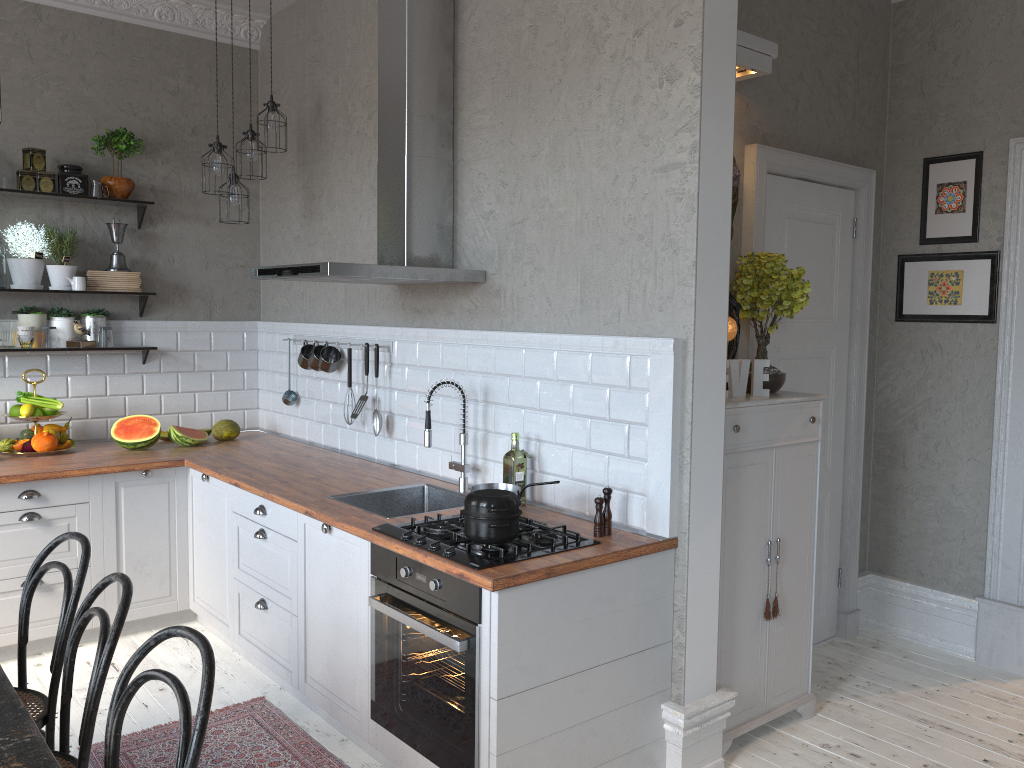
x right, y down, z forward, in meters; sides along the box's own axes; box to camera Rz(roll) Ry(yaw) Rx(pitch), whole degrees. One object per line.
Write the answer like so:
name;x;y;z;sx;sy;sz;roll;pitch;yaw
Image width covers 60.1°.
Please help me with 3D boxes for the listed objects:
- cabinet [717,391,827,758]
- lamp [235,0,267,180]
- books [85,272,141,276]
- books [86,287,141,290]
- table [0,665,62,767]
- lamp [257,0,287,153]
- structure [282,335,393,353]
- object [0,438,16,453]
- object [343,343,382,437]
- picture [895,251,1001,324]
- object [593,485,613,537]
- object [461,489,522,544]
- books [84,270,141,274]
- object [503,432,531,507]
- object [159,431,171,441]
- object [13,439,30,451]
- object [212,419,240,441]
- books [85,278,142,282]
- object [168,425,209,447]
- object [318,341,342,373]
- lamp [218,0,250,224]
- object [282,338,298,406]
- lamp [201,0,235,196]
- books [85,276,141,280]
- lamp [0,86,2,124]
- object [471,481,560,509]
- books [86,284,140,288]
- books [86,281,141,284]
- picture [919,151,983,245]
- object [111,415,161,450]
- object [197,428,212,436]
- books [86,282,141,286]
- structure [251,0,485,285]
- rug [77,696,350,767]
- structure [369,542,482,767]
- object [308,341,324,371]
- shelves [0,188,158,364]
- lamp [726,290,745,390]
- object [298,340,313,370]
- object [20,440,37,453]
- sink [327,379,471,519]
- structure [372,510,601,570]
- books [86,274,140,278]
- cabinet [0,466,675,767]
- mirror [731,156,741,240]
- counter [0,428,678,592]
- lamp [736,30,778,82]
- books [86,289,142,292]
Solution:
cabinet;0.855;0.688;3.426;0.680;1.297;0.376;-3;6;-39
lamp;-1.370;-1.956;4.626;0.146;1.735;0.147;1;5;2
books;-2.162;-0.592;4.798;0.266;0.016;0.155;-2;5;-31
books;-2.163;-0.517;4.804;0.266;0.011;0.154;-2;5;-34
table;-1.559;1.060;1.835;0.924;0.735;1.879;-3;6;-39
lamp;-1.230;-2.073;4.514;0.144;1.735;0.149;3;5;22
structure;-0.931;-0.212;4.589;0.096;0.053;1.062;-3;6;-39
object;-2.483;0.299;4.379;0.077;0.072;0.150;0;5;-10
object;-0.729;0.022;4.277;0.083;0.443;0.322;-3;6;-39
picture;2.064;-0.458;4.218;0.014;0.331;0.479;-3;6;-39
object;0.304;0.422;2.952;0.074;0.167;0.035;-3;6;-40
object;-0.063;0.410;2.751;0.189;0.147;0.194;3;5;30
books;-2.162;-0.603;4.798;0.266;0.011;0.154;-2;5;-34
object;0.025;0.327;3.389;0.091;0.282;0.080;-3;6;-39
object;-1.894;0.284;4.907;0.203;0.067;0.101;-2;5;-33
object;-2.430;0.304;4.378;0.086;0.057;0.087;0;5;-8
object;-1.602;0.258;4.961;0.131;0.119;0.205;2;5;14
books;-2.163;-0.561;4.801;0.266;0.011;0.154;-2;6;-37
object;-1.710;0.272;4.714;0.145;0.127;0.228;4;5;33
object;-0.937;-0.138;4.560;0.110;0.161;0.134;-1;5;-22
lamp;-1.415;-1.691;4.477;0.144;1.735;0.149;3;5;22
object;-1.247;-0.067;4.968;0.078;0.379;0.081;-3;6;-39
lamp;-1.431;-1.799;4.283;0.147;1.735;0.146;0;5;-8
books;-2.162;-0.571;4.800;0.266;0.011;0.154;-2;5;-34
lamp;-1.799;-1.750;2.918;0.146;1.735;0.147;1;5;7
object;0.007;0.391;3.100;0.305;0.134;0.174;0;5;-6
books;-2.163;-0.528;4.803;0.266;0.016;0.155;-1;5;-27
books;-2.163;-0.549;4.802;0.266;0.011;0.154;-2;5;-34
picture;2.071;-0.872;4.183;0.012;0.416;0.276;-3;6;-39
object;-1.944;0.255;4.582;0.239;0.174;0.214;-1;5;-18
object;-1.741;0.283;4.911;0.119;0.073;0.202;2;5;14
books;-2.163;-0.539;4.803;0.266;0.016;0.155;-2;5;-31
structure;-0.602;-1.227;3.672;0.728;1.595;0.697;-3;6;-39
rug;-0.900;1.340;2.941;0.752;0.014;1.261;-3;6;-39
structure;-0.074;0.849;2.958;0.631;0.623;0.609;-3;6;-39
object;-1.009;-0.147;4.662;0.111;0.161;0.134;-3;6;-37
shelves;-2.529;-0.509;4.492;1.344;0.923;0.224;-3;6;-40
lamp;0.730;-0.122;3.372;0.458;0.558;0.168;-2;5;-32
object;-1.089;-0.156;4.759;0.110;0.161;0.134;-2;5;-27
object;-2.428;0.311;4.400;0.225;0.076;0.071;4;5;32
sink;-0.380;0.344;3.488;0.539;0.720;0.475;-3;6;-39
structure;-0.093;0.486;2.915;0.507;0.031;0.593;-3;6;-39
books;-2.162;-0.582;4.799;0.266;0.016;0.155;-1;5;-27
cabinet;-1.477;0.852;3.640;4.178;0.854;1.996;1;5;6
mirror;0.742;-0.762;3.490;0.544;0.593;0.069;-3;6;-40
counter;-1.736;0.471;3.203;3.229;0.039;3.318;-3;6;-39
lamp;0.801;-1.235;3.393;0.425;0.171;0.215;-3;6;-40
books;-2.163;-0.506;4.805;0.266;0.011;0.154;-2;6;-37
